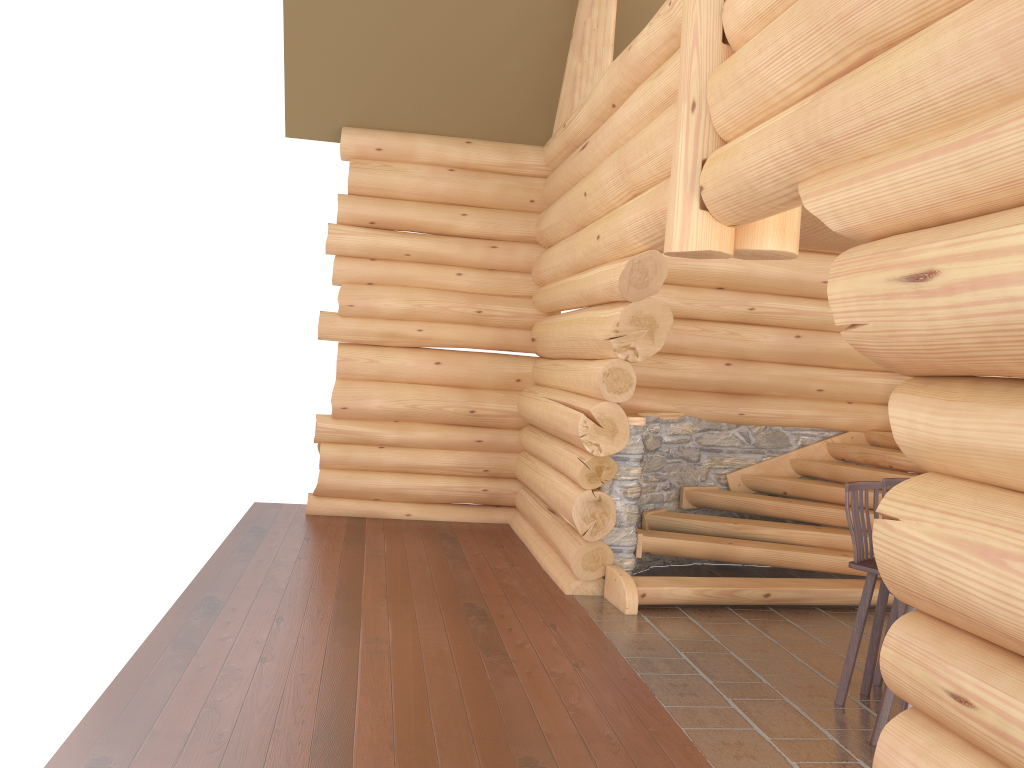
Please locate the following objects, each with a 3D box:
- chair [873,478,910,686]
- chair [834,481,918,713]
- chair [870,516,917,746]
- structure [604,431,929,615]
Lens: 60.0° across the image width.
[{"bbox_3d":[2.601,1.284,5.587,0.406,1.319,0.504,3,2,-29],"label":"chair"},{"bbox_3d":[2.222,1.267,5.229,0.406,1.319,0.504,3,2,-40],"label":"chair"},{"bbox_3d":[2.151,1.280,4.547,0.504,1.319,0.406,4,2,1],"label":"chair"},{"bbox_3d":[2.427,1.044,8.252,3.604,1.643,1.951,4,2,-15],"label":"structure"}]
